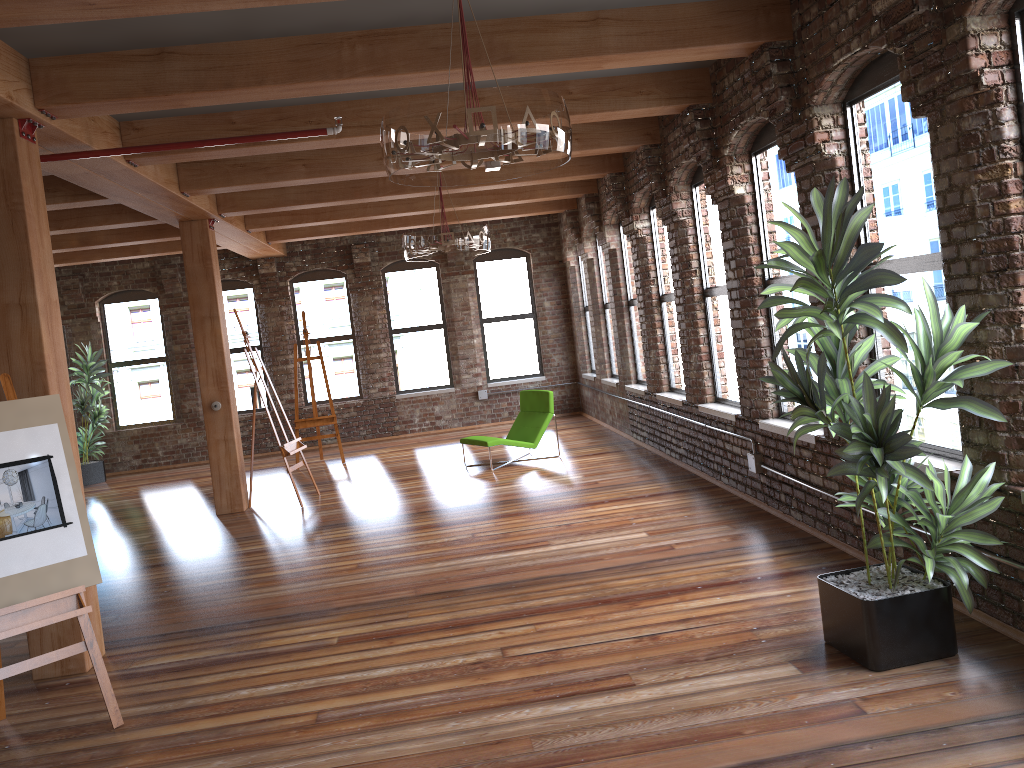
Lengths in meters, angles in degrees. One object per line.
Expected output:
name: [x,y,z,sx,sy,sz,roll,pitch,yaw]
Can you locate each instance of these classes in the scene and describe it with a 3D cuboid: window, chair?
window: [-7.367,-0.215,13.834,0.969,2.167,0.086,-7,1,-6]
window: [1.598,-0.923,9.116,0.230,2.212,0.969,-7,2,-5]
chair: [-0.050,0.527,10.433,0.959,0.795,0.679,-9,3,-31]
window: [1.449,-1.010,10.572,0.233,2.212,0.969,-7,2,-5]
window: [-1.531,-0.925,14.360,0.969,2.216,0.219,-7,2,-6]
window: [1.900,-0.749,6.197,0.232,2.212,0.969,-7,2,-5]
window: [2.202,-0.575,3.278,0.235,2.212,0.969,-7,2,-5]
window: [2.052,-0.662,4.737,0.235,2.212,0.969,-7,2,-5]
window: [1.298,-1.097,12.032,0.232,2.212,0.969,-7,2,-5]
window: [-4.431,-0.553,14.064,0.969,2.225,0.221,-7,2,-6]
window: [-0.063,-1.111,14.509,0.969,2.216,0.219,-7,2,-6]
window: [1.751,-0.836,7.657,0.236,2.212,0.969,-7,2,-5]
window: [-2.984,-0.736,14.211,0.969,2.225,0.221,-7,2,-6]
window: [1.145,-1.185,13.518,0.232,2.212,0.969,-7,2,-5]
window: [-5.893,-0.402,13.983,0.969,2.167,0.086,-7,1,-6]

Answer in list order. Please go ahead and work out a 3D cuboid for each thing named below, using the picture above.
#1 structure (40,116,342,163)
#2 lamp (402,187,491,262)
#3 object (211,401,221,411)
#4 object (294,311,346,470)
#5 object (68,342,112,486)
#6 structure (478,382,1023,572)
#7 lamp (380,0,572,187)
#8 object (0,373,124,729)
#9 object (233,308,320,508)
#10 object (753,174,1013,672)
structure: [-4.475,-1.279,5.489,6.811,0.112,0.051,-7,2,-6]
lamp: [-0.630,-1.574,8.078,0.808,0.814,0.812,-5,3,30]
object: [-3.075,0.230,9.205,0.095,0.095,0.061,-7,2,-6]
object: [-2.777,0.041,12.296,0.662,2.138,0.685,-7,2,-11]
object: [-6.464,0.442,13.139,1.083,2.101,0.965,-8,2,-28]
structure: [1.743,0.460,7.871,1.635,0.313,13.717,-8,4,-12]
lamp: [-0.184,-1.316,3.753,0.808,0.814,0.812,-5,3,37]
object: [-2.394,0.584,4.121,0.683,2.138,0.704,-5,2,44]
object: [-2.602,0.226,9.446,0.684,2.138,0.663,-7,2,4]
object: [1.614,0.137,3.970,0.966,2.101,1.082,-7,2,7]
